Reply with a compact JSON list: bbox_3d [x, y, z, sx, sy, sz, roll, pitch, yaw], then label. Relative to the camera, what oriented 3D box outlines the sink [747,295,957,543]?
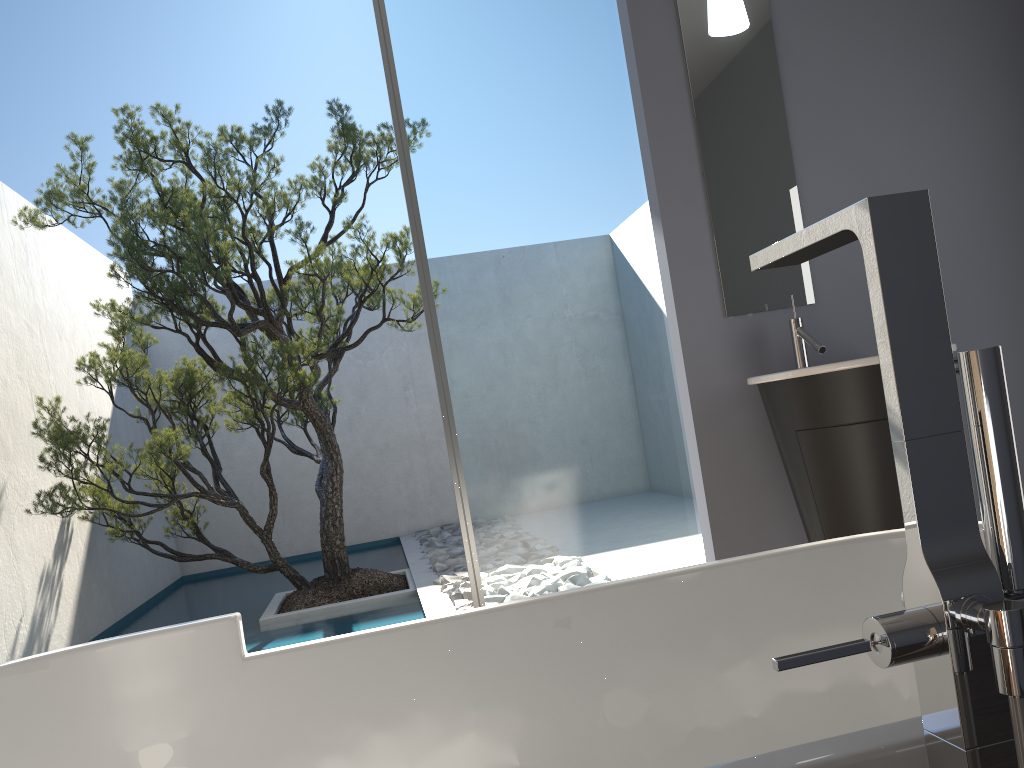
[{"bbox_3d":[1.160,0.276,2.918,0.643,1.251,0.649,-10,1,-28],"label":"sink"}]

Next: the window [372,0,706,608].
[{"bbox_3d":[0.585,-0.497,3.353,1.881,3.006,0.021,-9,2,-9],"label":"window"}]

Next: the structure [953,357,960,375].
[{"bbox_3d":[1.453,-0.047,3.137,0.025,0.144,0.481,-10,-2,-10],"label":"structure"}]

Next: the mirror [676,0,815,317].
[{"bbox_3d":[0.860,-0.901,3.276,0.354,1.271,0.012,-10,2,-9],"label":"mirror"}]

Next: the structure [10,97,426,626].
[{"bbox_3d":[-1.692,0.005,5.825,2.578,3.473,2.526,-9,0,-16],"label":"structure"}]

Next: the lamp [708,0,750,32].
[{"bbox_3d":[0.787,-1.412,3.228,0.156,0.214,0.057,-9,1,-9],"label":"lamp"}]

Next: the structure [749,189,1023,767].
[{"bbox_3d":[0.391,0.389,0.781,0.226,1.088,0.280,-9,2,23],"label":"structure"}]

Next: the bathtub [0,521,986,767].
[{"bbox_3d":[0.092,0.643,1.165,2.095,0.712,0.914,-9,-1,-9],"label":"bathtub"}]
